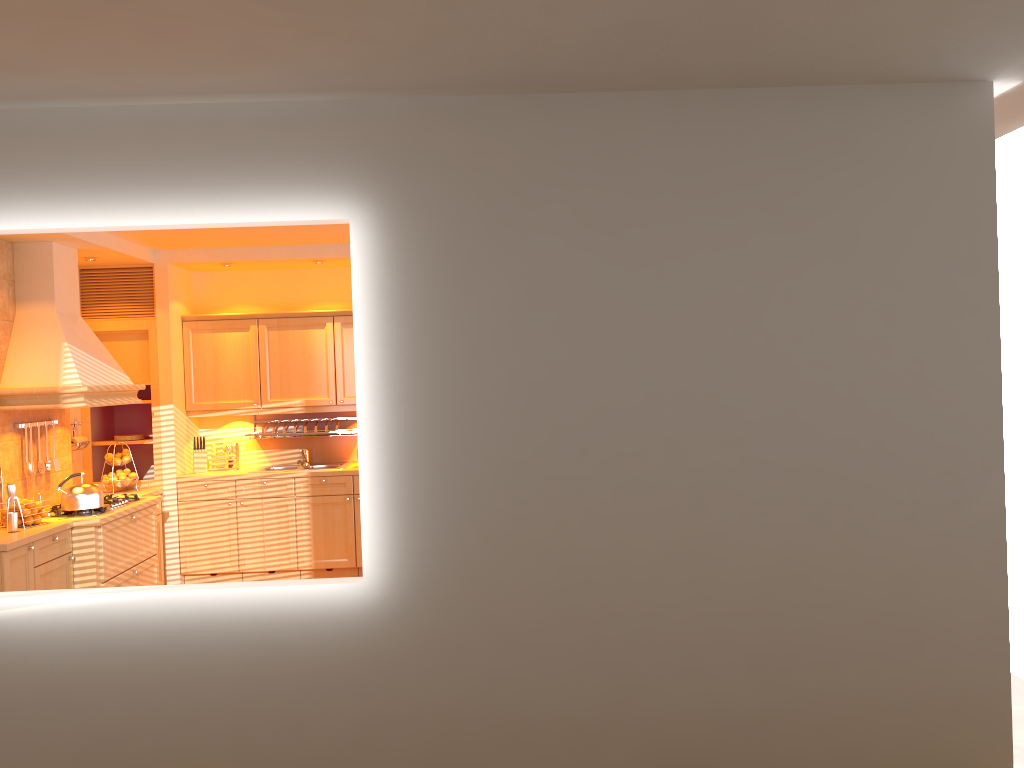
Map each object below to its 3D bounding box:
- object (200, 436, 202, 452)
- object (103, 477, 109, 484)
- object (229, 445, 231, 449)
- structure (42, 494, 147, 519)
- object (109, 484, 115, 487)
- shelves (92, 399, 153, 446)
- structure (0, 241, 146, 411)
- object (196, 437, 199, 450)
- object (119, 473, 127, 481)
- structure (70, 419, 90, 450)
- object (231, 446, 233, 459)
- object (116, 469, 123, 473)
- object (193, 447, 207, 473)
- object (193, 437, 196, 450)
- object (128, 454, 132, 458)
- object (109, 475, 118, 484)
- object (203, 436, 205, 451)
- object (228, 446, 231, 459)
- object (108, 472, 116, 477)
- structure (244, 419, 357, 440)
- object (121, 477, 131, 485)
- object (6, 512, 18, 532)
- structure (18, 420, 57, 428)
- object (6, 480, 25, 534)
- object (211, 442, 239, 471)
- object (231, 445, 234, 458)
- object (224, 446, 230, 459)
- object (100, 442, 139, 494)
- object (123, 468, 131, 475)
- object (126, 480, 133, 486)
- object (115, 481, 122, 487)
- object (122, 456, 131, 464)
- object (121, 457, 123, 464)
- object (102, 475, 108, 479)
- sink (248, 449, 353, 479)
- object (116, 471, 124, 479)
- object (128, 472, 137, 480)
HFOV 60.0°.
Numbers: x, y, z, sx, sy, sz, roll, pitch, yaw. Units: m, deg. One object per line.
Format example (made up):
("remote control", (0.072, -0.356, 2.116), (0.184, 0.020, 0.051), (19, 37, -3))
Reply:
("object", (-2.475, 0.550, 7.062), (0.019, 0.265, 0.038), (-2, 1, -18))
("object", (-3.005, 0.715, 6.574), (0.056, 0.057, 0.053), (-2, 1, -25))
("object", (-2.296, 0.599, 7.226), (0.018, 0.196, 0.023), (-2, 1, 3))
("structure", (-2.789, 0.791, 5.801), (0.494, 0.051, 0.797), (-2, 1, -2))
("object", (-2.981, 0.746, 6.611), (0.046, 0.043, 0.047), (-3, 1, -41))
("shelves", (-2.995, 0.480, 7.102), (0.600, 0.702, 0.582), (-2, 1, -2))
("structure", (-1.450, -0.392, 6.528), (4.091, 1.148, 1.061), (-2, 1, -28))
("object", (-2.496, 0.551, 7.051), (0.019, 0.265, 0.038), (-2, 1, -18))
("object", (-2.879, 0.687, 6.557), (0.056, 0.063, 0.065), (-2, 1, -26))
("structure", (-3.221, 0.375, 6.538), (0.126, 0.220, 0.320), (-2, 1, -2))
("object", (-2.279, 0.598, 7.210), (0.022, 0.196, 0.018), (-2, 1, 3))
("object", (-2.942, 0.661, 6.646), (0.050, 0.048, 0.051), (-2, 1, 32))
("object", (-2.487, 0.608, 7.071), (0.100, 0.200, 0.070), (-2, 1, -28))
("object", (-2.515, 0.552, 7.040), (0.019, 0.265, 0.037), (-3, 1, -37))
("object", (-2.902, 0.544, 6.702), (0.057, 0.060, 0.058), (-2, 1, 20))
("object", (-2.943, 0.706, 6.550), (0.063, 0.063, 0.063), (-2, 1, 10))
("object", (-2.454, 0.549, 7.073), (0.019, 0.265, 0.037), (-2, 1, -18))
("object", (-2.289, 0.599, 7.205), (0.017, 0.196, 0.020), (-2, 1, 24))
("object", (-2.974, 0.682, 6.596), (0.056, 0.058, 0.055), (-2, 1, 34))
("structure", (-1.703, 0.365, 7.277), (0.900, 0.126, 0.300), (-2, 1, -2))
("object", (-2.872, 0.724, 6.601), (0.064, 0.062, 0.064), (-2, 1, -14))
("object", (-2.785, 0.771, 4.945), (0.060, 0.106, 0.060), (-3, 1, -34))
("structure", (-3.086, 0.261, 5.784), (0.009, 0.024, 0.506), (-2, 1, -2))
("object", (-2.788, 0.681, 4.930), (0.101, 0.288, 0.088), (-2, 1, -2))
("object", (-2.338, 0.591, 7.233), (0.200, 0.221, 0.103), (-2, 1, -1))
("object", (-2.293, 0.595, 7.244), (0.042, 0.192, 0.040), (-3, 1, -42))
("object", (-2.303, 0.596, 7.196), (0.042, 0.192, 0.040), (-3, 1, -41))
("object", (-2.942, 0.621, 6.645), (0.265, 0.376, 0.265), (-3, 1, -42))
("object", (-2.879, 0.658, 6.631), (0.050, 0.052, 0.049), (-2, 1, 6))
("object", (-2.885, 0.733, 6.666), (0.063, 0.061, 0.064), (-2, 1, -23))
("object", (-2.931, 0.740, 6.598), (0.052, 0.056, 0.057), (-3, 1, -39))
("object", (-2.893, 0.567, 6.649), (0.063, 0.063, 0.064), (-2, 1, 15))
("object", (-2.944, 0.575, 6.686), (0.058, 0.059, 0.058), (-2, 1, 30))
("object", (-3.050, 0.704, 6.655), (0.044, 0.047, 0.046), (-2, 1, 19))
("sink", (-1.687, 0.684, 7.128), (0.746, 0.336, 0.465), (-2, 1, -2))
("object", (-2.912, 0.679, 6.602), (0.063, 0.061, 0.063), (-2, 1, -28))
("object", (-2.840, 0.690, 6.643), (0.064, 0.060, 0.063), (-2, 1, 14))
